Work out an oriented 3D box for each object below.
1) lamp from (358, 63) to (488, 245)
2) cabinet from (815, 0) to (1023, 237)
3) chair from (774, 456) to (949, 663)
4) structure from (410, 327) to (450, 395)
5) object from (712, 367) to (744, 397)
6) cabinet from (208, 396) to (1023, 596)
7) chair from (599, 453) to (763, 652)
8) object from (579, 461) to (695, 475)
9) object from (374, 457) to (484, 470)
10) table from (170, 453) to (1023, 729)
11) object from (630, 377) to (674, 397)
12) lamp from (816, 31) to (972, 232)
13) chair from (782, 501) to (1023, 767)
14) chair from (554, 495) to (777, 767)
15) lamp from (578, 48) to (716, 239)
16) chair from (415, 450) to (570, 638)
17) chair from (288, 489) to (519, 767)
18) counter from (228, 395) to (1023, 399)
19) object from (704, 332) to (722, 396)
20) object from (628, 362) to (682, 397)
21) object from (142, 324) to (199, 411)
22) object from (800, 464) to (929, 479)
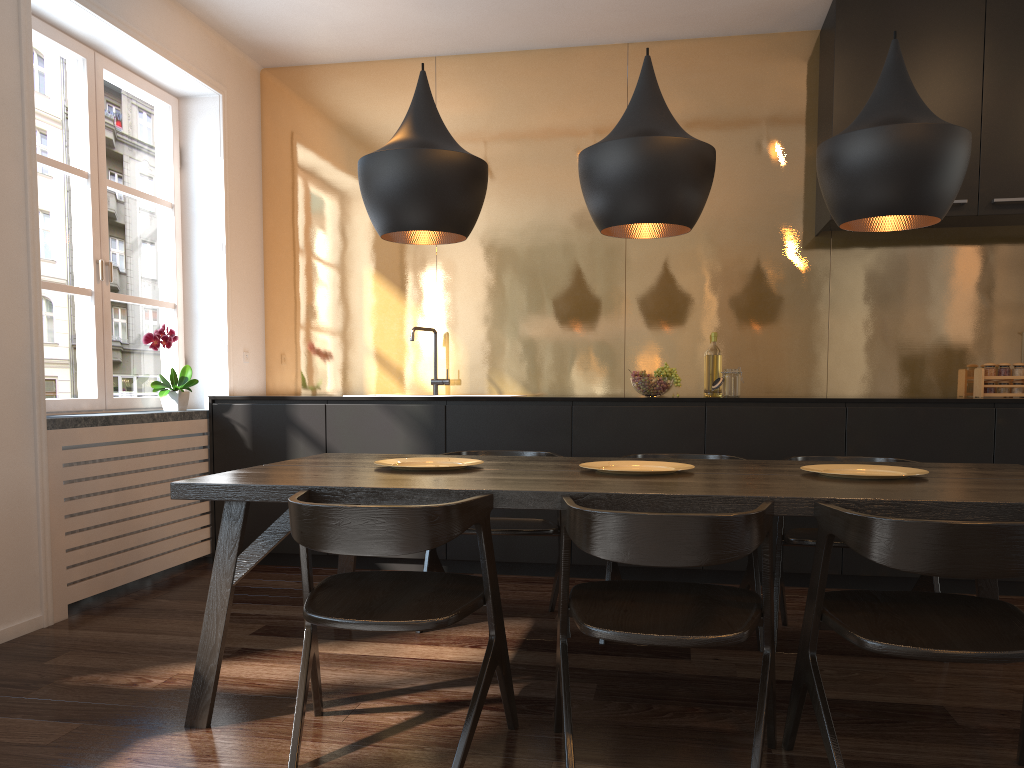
[{"bbox_3d":[-0.280,-0.735,2.796,0.410,0.543,0.410,3,4,44],"label":"lamp"},{"bbox_3d":[2.514,-1.304,4.208,1.955,1.055,0.529,0,3,11],"label":"cabinet"},{"bbox_3d":[1.240,0.618,3.254,0.593,0.674,0.518,0,3,10],"label":"chair"},{"bbox_3d":[-0.446,-0.118,4.862,0.109,0.387,0.265,2,3,26],"label":"structure"},{"bbox_3d":[1.110,-0.011,4.537,0.176,0.152,0.087,0,3,-12],"label":"object"},{"bbox_3d":[0.973,0.516,4.530,5.062,0.904,0.730,0,2,11],"label":"cabinet"},{"bbox_3d":[0.642,0.618,3.365,0.593,0.674,0.518,0,3,9],"label":"chair"},{"bbox_3d":[0.387,0.262,2.751,0.356,0.017,0.355,0,0,-9],"label":"object"},{"bbox_3d":[-0.269,0.261,2.874,0.355,0.017,0.355,0,0,14],"label":"object"},{"bbox_3d":[0.396,0.611,2.737,2.500,0.682,1.103,0,1,11],"label":"table"},{"bbox_3d":[0.702,0.016,4.426,0.218,0.097,0.218,0,1,-32],"label":"object"},{"bbox_3d":[1.092,-0.734,2.541,0.410,0.543,0.410,-2,3,-32],"label":"lamp"},{"bbox_3d":[0.970,0.615,2.050,0.593,0.674,0.518,0,3,9],"label":"chair"},{"bbox_3d":[0.367,0.615,2.162,0.593,0.674,0.518,1,3,11],"label":"chair"},{"bbox_3d":[0.406,-0.735,2.668,0.411,0.543,0.409,-1,3,-13],"label":"lamp"},{"bbox_3d":[-0.051,0.617,3.523,0.593,0.674,0.518,0,3,7],"label":"chair"},{"bbox_3d":[-0.305,0.614,2.282,0.593,0.674,0.518,0,3,9],"label":"chair"},{"bbox_3d":[0.973,0.066,4.498,5.059,0.002,0.730,0,0,11],"label":"counter"},{"bbox_3d":[1.072,-0.104,4.700,0.092,0.341,0.091,-2,4,-22],"label":"object"},{"bbox_3d":[0.710,-0.022,4.408,0.239,0.174,0.177,0,2,-5],"label":"object"},{"bbox_3d":[-1.696,-0.082,4.423,0.229,0.439,0.404,-1,2,-13],"label":"object"},{"bbox_3d":[1.044,0.262,2.629,0.355,0.017,0.355,0,0,14],"label":"object"}]
